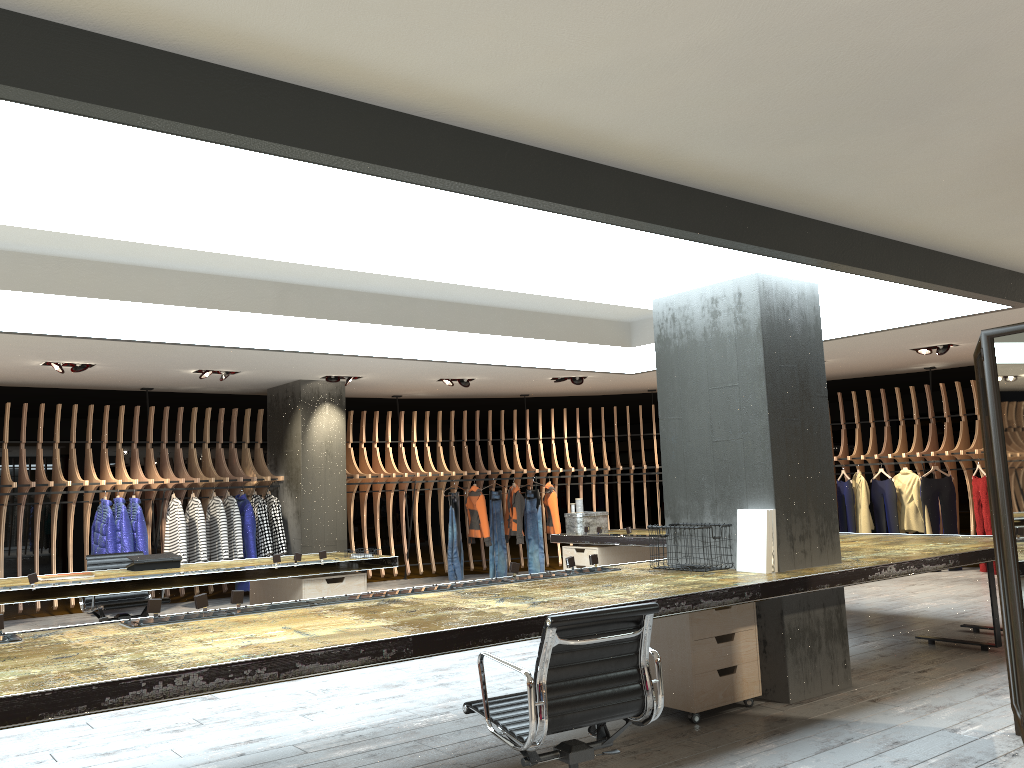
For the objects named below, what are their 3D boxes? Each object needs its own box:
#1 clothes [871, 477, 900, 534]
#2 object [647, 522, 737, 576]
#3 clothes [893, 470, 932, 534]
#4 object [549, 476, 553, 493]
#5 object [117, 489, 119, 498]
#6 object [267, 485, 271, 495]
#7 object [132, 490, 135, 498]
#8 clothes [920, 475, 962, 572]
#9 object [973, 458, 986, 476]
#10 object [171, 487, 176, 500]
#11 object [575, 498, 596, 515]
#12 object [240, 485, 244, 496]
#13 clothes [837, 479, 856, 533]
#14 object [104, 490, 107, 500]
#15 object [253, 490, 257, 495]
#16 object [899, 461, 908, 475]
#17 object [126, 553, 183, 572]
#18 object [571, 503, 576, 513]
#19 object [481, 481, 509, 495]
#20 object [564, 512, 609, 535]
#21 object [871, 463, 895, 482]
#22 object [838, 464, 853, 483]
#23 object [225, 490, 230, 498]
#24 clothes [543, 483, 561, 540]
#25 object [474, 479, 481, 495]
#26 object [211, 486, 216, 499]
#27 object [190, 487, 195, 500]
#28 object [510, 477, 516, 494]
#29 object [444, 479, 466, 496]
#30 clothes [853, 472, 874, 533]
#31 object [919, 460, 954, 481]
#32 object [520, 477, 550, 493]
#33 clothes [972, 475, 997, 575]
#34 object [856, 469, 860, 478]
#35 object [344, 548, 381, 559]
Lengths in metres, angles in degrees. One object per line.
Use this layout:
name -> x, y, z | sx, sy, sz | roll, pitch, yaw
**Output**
clothes -> 5.103, 1.954, 12.061 | 0.087, 1.356, 0.538 | 0, -8, -13
object -> 1.089, 1.000, 5.405 | 0.329, 0.290, 0.459 | 3, -9, -34
clothes -> 5.329, 1.599, 11.930 | 0.250, 0.892, 0.703 | 0, -8, -17
object -> 0.567, 1.517, 13.344 | 0.012, 0.271, 0.524 | -1, -7, -7
object -> -4.675, 1.390, 10.526 | 0.012, 0.291, 0.522 | 4, -9, -37
object -> -3.186, 1.485, 11.645 | 0.012, 0.313, 0.517 | 4, -9, -37
object -> -4.543, 1.391, 10.648 | 0.012, 0.271, 0.524 | 4, -9, -37
clothes -> 5.640, 1.883, 11.654 | 0.539, 1.356, 0.087 | 0, -8, -13
object -> 5.996, 1.085, 11.384 | 0.012, 0.271, 0.524 | -3, -7, 8
object -> -4.156, 1.426, 10.903 | 0.012, 0.313, 0.517 | 4, -9, -37
object -> 0.820, 1.391, 9.994 | 0.088, 0.205, 0.262 | 4, -9, -39
object -> -3.495, 1.449, 11.481 | 0.012, 0.271, 0.524 | 4, -9, -37
clothes -> 4.673, 2.003, 12.342 | 0.087, 1.356, 0.538 | -2, -8, -3
object -> -4.807, 1.393, 10.466 | 0.012, 0.293, 0.522 | 4, -9, -37
object -> -3.334, 1.479, 11.529 | 0.012, 0.317, 0.515 | 4, -9, -37
object -> 5.324, 1.181, 11.988 | 0.012, 0.271, 0.524 | 0, -7, -12
object -> -2.866, 1.426, 7.100 | 0.372, 0.111, 0.261 | 3, -9, -37
object -> 0.690, 1.406, 10.023 | 0.062, 0.109, 0.062 | -5, -8, 18
object -> -0.257, 1.520, 13.198 | 0.549, 0.243, 0.023 | 4, -10, -41
object -> 0.847, 1.576, 10.033 | 0.497, 0.240, 0.302 | 3, -9, -37
object -> 5.069, 1.212, 12.161 | 0.012, 0.271, 0.524 | 0, -7, -12
object -> 4.652, 1.260, 12.439 | 0.012, 0.271, 0.524 | -2, -7, -2
object -> -3.617, 1.454, 11.311 | 0.012, 0.313, 0.517 | 4, -9, -37
clothes -> 0.597, 1.922, 13.312 | 0.201, 0.883, 0.837 | -1, -7, -7
object -> -0.548, 1.534, 13.135 | 0.012, 0.271, 0.524 | 1, -8, -22
object -> -3.760, 1.446, 11.204 | 0.012, 0.313, 0.517 | 4, -9, -37
object -> -3.969, 1.436, 11.046 | 0.012, 0.313, 0.517 | 4, -9, -37
object -> 0.031, 1.530, 13.259 | 0.012, 0.271, 0.524 | 0, -7, -17
object -> -0.840, 1.522, 13.032 | 0.023, 0.243, 0.548 | -7, -9, 34
clothes -> 4.851, 1.660, 12.286 | 0.250, 0.892, 0.703 | -3, -7, 3
object -> 5.611, 1.140, 11.746 | 0.525, 0.271, 0.012 | -1, -8, -12
object -> 0.325, 1.512, 13.314 | 0.549, 0.243, 0.023 | -6, -9, 29
clothes -> 6.019, 1.834, 11.287 | 0.093, 1.341, 0.550 | -3, -8, 8
object -> 4.825, 1.243, 12.343 | 0.012, 0.271, 0.524 | -3, -7, 8
object -> -1.267, 1.441, 7.513 | 0.216, 0.074, 0.301 | 4, -9, -43
